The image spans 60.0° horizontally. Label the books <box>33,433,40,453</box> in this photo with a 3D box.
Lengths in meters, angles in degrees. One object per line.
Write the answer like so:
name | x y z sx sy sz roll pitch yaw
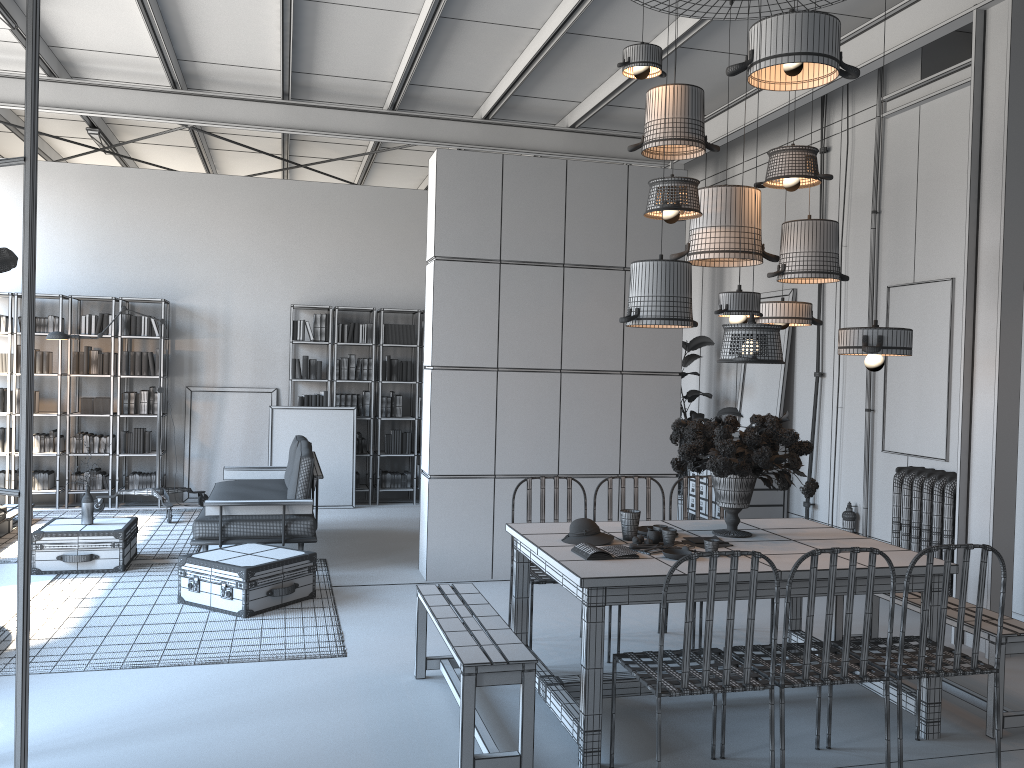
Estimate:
books | -5.135 0.634 9.537 0.056 0.195 0.270 1 1 -14

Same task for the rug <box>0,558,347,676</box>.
rug | -2.176 1.459 5.875 1.961 0.007 2.524 1 1 -14

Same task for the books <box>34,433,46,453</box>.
books | -5.081 0.635 9.551 0.056 0.195 0.270 1 1 -14

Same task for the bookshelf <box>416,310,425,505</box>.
bookshelf | -0.888 0.276 10.583 0.455 2.276 0.455 1 1 -14

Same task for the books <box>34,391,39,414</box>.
books | -5.071 0.193 9.410 0.057 0.244 0.180 1 1 -14

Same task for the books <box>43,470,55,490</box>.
books | -5.008 1.041 9.591 0.047 0.192 0.279 1 1 -14

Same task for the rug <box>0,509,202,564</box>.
rug | -3.838 1.372 8.208 1.961 0.007 2.524 1 1 -14

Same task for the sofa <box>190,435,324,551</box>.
sofa | -2.148 0.947 7.605 0.952 0.948 2.347 1 1 -14

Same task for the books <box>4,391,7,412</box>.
books | -5.399 0.192 9.503 0.040 0.240 0.174 1 1 -14

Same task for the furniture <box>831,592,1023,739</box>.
furniture | 2.165 1.355 4.635 0.300 0.478 1.260 1 1 -14

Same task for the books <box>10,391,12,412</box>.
books | -5.361 0.192 9.513 0.040 0.240 0.174 1 1 -14

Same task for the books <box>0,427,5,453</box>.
books | -5.419 0.597 9.442 0.062 0.265 0.193 1 1 -14

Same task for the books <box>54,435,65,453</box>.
books | -4.902 0.649 9.609 0.061 0.177 0.246 1 1 -15

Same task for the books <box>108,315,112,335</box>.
books | -4.362 -0.634 9.668 0.035 0.229 0.196 1 1 -14

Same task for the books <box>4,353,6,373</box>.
books | -5.330 -0.220 9.364 0.014 0.207 0.157 1 1 -14

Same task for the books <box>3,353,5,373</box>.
books | -5.343 -0.220 9.361 0.014 0.207 0.157 1 1 -14

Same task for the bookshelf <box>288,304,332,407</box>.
bookshelf | -2.343 0.244 10.227 0.455 2.276 0.455 1 1 -14

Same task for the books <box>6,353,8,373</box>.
books | -5.317 -0.219 9.367 0.014 0.207 0.157 1 1 -14

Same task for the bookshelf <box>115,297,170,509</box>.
bookshelf | -4.064 0.207 9.770 0.455 2.276 0.455 1 1 -14

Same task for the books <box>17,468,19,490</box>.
books | -5.246 1.011 9.509 0.036 0.247 0.304 1 1 -14

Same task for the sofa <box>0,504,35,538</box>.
sofa | -4.914 0.998 7.132 1.206 0.734 3.193 1 1 -14

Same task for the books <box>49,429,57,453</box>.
books | -4.951 0.615 9.600 0.036 0.244 0.302 1 1 -14

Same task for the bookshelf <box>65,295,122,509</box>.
bookshelf | -4.557 0.196 9.678 0.455 2.276 0.455 1 1 -14

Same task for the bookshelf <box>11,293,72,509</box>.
bookshelf | -5.039 0.186 9.516 0.455 2.276 0.455 1 1 -14

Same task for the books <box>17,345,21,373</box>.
books | -5.173 -0.260 9.370 0.071 0.304 0.224 1 1 -14

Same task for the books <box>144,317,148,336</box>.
books | -3.995 -0.627 9.713 0.032 0.231 0.179 1 1 -14

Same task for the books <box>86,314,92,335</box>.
books | -4.590 -0.643 9.619 0.029 0.231 0.173 1 1 -14

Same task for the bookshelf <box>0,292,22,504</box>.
bookshelf | -5.523 0.175 9.428 0.455 2.276 0.455 1 1 -14

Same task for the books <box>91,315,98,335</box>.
books | -4.528 -0.634 9.625 0.039 0.222 0.161 1 1 -14

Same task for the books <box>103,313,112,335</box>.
books | -4.408 -0.644 9.657 0.057 0.242 0.178 1 1 -14

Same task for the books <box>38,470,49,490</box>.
books | -5.055 1.040 9.579 0.049 0.195 0.279 1 1 -14

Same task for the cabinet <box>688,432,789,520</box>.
cabinet | 2.204 1.010 8.739 0.668 1.026 0.796 1 1 -14

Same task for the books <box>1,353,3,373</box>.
books | -5.356 -0.220 9.357 0.014 0.207 0.157 1 1 -14

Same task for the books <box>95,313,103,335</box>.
books | -4.466 -0.644 9.622 0.077 0.244 0.178 1 1 -16

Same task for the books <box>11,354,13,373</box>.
books | -5.290 -0.219 9.374 0.014 0.207 0.157 1 1 -14

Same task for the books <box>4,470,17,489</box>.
books | -5.389 1.035 9.539 0.056 0.197 0.271 1 1 -14

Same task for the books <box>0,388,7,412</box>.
books | -5.445 0.178 9.479 0.056 0.270 0.195 1 1 -14

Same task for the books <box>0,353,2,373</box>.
books | -5.369 -0.220 9.354 0.014 0.207 0.157 1 1 -14

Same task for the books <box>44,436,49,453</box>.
books | -4.992 0.646 9.580 0.048 0.180 0.257 1 1 -14

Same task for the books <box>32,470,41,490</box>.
books | -5.132 1.038 9.558 0.030 0.192 0.277 1 1 -14

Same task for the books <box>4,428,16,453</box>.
books | -5.358 0.598 9.464 0.062 0.265 0.193 1 1 -14

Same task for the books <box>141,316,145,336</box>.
books | -4.026 -0.627 9.705 0.032 0.231 0.179 1 1 -14

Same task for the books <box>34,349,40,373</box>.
books | -5.087 -0.238 9.414 0.091 0.266 0.195 1 1 -14

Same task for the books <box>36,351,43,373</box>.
books | -5.007 -0.225 9.432 0.057 0.244 0.180 1 1 -14

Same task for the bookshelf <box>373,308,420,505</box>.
bookshelf | -1.368 0.266 10.466 0.455 2.276 0.455 1 1 -14

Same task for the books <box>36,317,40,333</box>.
books | -5.043 -0.626 9.489 0.040 0.174 0.240 1 1 -14

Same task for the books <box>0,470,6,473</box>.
books | -5.497 1.032 9.511 0.056 0.197 0.271 1 1 -14

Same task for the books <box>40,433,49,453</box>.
books | -5.034 0.636 9.566 0.037 0.190 0.264 1 1 -14

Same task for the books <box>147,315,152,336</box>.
books | -3.969 -0.628 9.719 0.022 0.236 0.186 1 1 -14

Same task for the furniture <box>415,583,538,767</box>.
furniture | -0.205 1.303 4.051 0.300 0.478 1.260 1 1 -14

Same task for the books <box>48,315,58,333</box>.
books | -4.914 -0.634 9.508 0.056 0.195 0.270 1 1 -14

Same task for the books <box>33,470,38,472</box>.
books | -5.161 1.035 9.544 0.037 0.192 0.265 1 1 -14

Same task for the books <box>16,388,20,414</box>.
books | -5.188 0.179 9.382 0.091 0.266 0.195 1 1 -14

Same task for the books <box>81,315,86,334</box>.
books | -4.625 -0.632 9.600 0.043 0.213 0.154 1 1 -14

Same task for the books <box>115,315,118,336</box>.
books | -4.334 -0.635 9.675 0.023 0.232 0.187 1 1 -14

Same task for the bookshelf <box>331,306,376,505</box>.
bookshelf | -1.864 0.255 10.332 0.455 2.276 0.455 1 1 -14

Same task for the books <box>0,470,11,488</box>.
books | -5.443 1.034 9.525 0.056 0.197 0.271 1 1 -14

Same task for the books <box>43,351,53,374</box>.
books | -4.953 -0.224 9.457 0.057 0.244 0.180 1 1 -14

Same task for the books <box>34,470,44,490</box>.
books | -5.096 1.039 9.559 0.040 0.196 0.262 1 1 -14
